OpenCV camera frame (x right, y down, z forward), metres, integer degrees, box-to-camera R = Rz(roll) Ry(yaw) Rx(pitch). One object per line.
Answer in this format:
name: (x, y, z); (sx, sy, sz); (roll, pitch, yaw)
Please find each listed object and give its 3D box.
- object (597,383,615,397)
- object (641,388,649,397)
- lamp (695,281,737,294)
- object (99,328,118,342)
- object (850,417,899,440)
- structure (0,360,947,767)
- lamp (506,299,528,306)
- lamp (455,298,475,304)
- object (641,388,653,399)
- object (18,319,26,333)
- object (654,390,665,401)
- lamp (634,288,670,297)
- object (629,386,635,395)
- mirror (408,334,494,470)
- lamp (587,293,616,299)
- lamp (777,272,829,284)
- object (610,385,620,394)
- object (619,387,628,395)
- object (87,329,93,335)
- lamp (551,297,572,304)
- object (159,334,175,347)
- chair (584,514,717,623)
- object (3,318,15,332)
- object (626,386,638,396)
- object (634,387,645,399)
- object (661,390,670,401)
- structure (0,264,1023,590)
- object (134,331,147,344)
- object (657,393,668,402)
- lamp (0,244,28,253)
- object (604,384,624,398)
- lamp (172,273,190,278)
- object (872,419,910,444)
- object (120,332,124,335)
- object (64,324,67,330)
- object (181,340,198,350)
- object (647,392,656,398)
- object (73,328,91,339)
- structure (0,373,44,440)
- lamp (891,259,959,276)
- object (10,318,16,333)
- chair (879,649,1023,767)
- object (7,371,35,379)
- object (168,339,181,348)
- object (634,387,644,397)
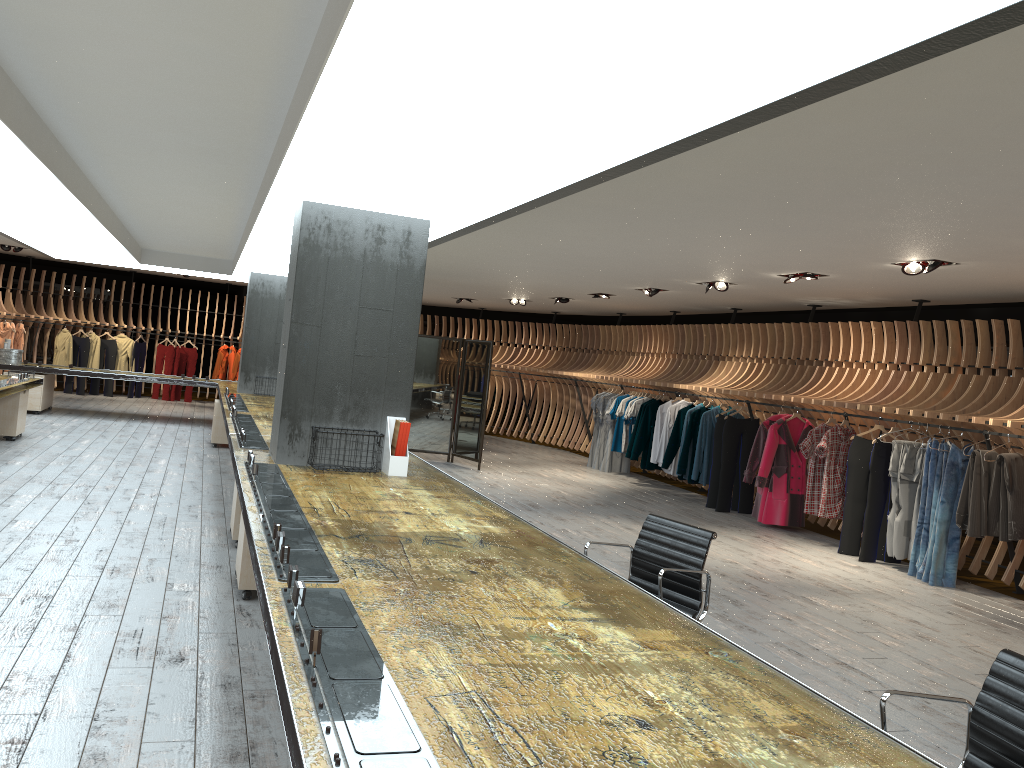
object: (1.688, 0.123, 15.050); (0.525, 0.270, 0.012); (6, 0, -4)
object: (2.094, 0.199, 13.929); (0.524, 0.285, 0.013); (6, 0, -24)
lamp: (2.397, -1.208, 10.385); (0.269, 0.301, 0.493); (6, 1, -19)
object: (-8.618, -1.054, 18.857); (0.525, 0.270, 0.012); (6, 0, 6)
object: (3.755, 0.471, 9.072); (0.525, 0.270, 0.012); (6, 0, 21)
structure: (-3.246, 0.667, 6.942); (4.833, 0.844, 18.488); (6, 1, -19)
lamp: (0.127, -1.583, 16.327); (0.269, 0.287, 0.493); (6, 1, -39)
lamp: (-0.931, -1.719, 17.505); (0.493, 0.292, 0.269); (7, 1, 39)
object: (2.119, 0.193, 13.817); (0.524, 0.270, 0.012); (5, 1, -34)
object: (-9.826, -1.160, 17.709); (0.525, 0.270, 0.012); (7, 1, 36)
object: (2.240, 0.219, 13.481); (0.525, 0.270, 0.012); (6, 0, -19)
lamp: (1.879, -1.303, 11.892); (0.269, 0.286, 0.493); (6, 1, -19)
object: (1.951, 0.168, 14.337); (0.525, 0.270, 0.012); (6, 0, 6)
mirror: (-1.262, 0.209, 13.486); (2.113, 1.892, 0.443); (6, 0, 22)
lamp: (1.359, -1.386, 13.399); (0.269, 0.294, 0.493); (6, 1, -19)
lamp: (2.916, -1.123, 8.878); (0.269, 0.296, 0.493); (6, 1, -19)
object: (1.728, 0.130, 14.911); (0.525, 0.270, 0.012); (6, 0, -29)
object: (1.854, 0.150, 14.627); (0.524, 0.270, 0.012); (5, 1, -34)
object: (-8.868, -1.076, 18.683); (0.525, 0.270, 0.012); (7, 0, 26)
lamp: (0.838, -1.475, 14.904); (0.269, 0.291, 0.493); (6, 1, -23)
object: (-7.585, -0.959, 19.495); (0.525, 0.270, 0.012); (7, 0, 26)
chair: (0.607, 1.122, 4.442); (0.667, 0.859, 0.694); (5, 1, -43)
object: (-10.009, -1.175, 17.495); (0.525, 0.270, 0.012); (6, 0, 16)
object: (1.958, 0.178, 14.197); (0.523, 0.288, 0.015); (6, 0, -9)
object: (2.069, 0.193, 14.031); (0.523, 0.290, 0.013); (6, 0, -24)
object: (2.306, 0.230, 13.282); (0.525, 0.270, 0.012); (6, 0, -14)
structure: (-1.214, 0.091, 3.307); (14.874, 2.439, 36.580); (6, 1, -19)
object: (-8.051, -1.005, 19.243); (0.012, 0.270, 0.525); (6, 1, 6)
object: (2.278, 0.224, 13.407); (0.525, 0.270, 0.012); (6, 0, -19)
lamp: (-9.191, -2.569, 16.315); (0.269, 0.297, 0.492); (6, 1, 31)
object: (1.779, 0.139, 14.785); (0.525, 0.270, 0.012); (6, 0, -4)
lamp: (-6.847, -2.365, 18.399); (0.492, 0.296, 0.269); (6, 1, -26)
object: (3.833, 0.484, 8.874); (0.525, 0.270, 0.012); (6, 0, -19)
object: (-8.372, -1.033, 19.045); (0.525, 0.270, 0.012); (6, 0, 6)
object: (-9.246, -1.109, 18.345); (0.525, 0.270, 0.012); (7, 1, 36)
object: (-7.169, -0.918, 19.673); (0.525, 0.270, 0.012); (6, 0, 21)
object: (2.159, 0.212, 13.649); (0.524, 0.284, 0.014); (6, 0, -9)
object: (-9.014, -1.089, 18.549); (0.525, 0.270, 0.012); (6, 0, 16)
structure: (-5.042, 0.484, 6.543); (1.161, 0.844, 10.459); (6, 1, -19)
lamp: (3.435, -1.041, 7.371); (0.269, 0.284, 0.493); (6, 1, -19)
object: (-9.939, -1.169, 17.591); (0.525, 0.270, 0.012); (7, 1, 41)
chair: (1.290, 1.237, 2.482); (0.667, 0.859, 0.694); (6, 1, -23)
object: (-6.303, -0.112, 11.391); (0.302, 0.074, 0.217); (6, 1, -25)
object: (-7.434, -0.944, 19.561); (0.525, 0.270, 0.012); (7, 1, 41)
object: (2.020, 0.180, 14.106); (0.525, 0.270, 0.012); (6, 0, -14)
